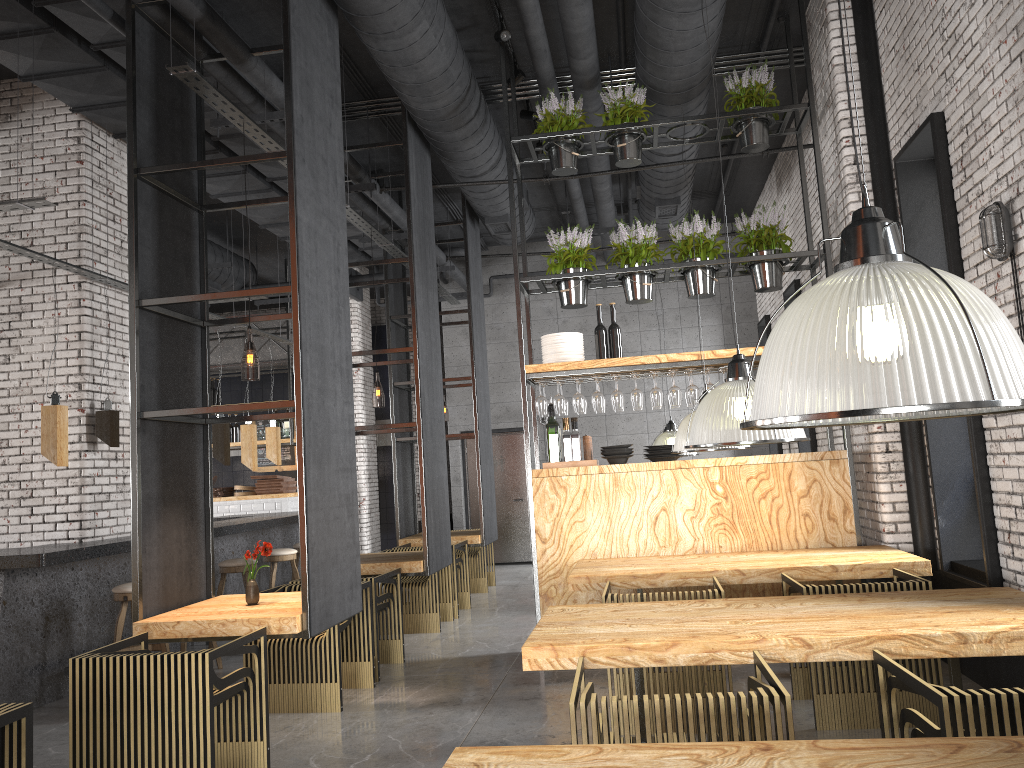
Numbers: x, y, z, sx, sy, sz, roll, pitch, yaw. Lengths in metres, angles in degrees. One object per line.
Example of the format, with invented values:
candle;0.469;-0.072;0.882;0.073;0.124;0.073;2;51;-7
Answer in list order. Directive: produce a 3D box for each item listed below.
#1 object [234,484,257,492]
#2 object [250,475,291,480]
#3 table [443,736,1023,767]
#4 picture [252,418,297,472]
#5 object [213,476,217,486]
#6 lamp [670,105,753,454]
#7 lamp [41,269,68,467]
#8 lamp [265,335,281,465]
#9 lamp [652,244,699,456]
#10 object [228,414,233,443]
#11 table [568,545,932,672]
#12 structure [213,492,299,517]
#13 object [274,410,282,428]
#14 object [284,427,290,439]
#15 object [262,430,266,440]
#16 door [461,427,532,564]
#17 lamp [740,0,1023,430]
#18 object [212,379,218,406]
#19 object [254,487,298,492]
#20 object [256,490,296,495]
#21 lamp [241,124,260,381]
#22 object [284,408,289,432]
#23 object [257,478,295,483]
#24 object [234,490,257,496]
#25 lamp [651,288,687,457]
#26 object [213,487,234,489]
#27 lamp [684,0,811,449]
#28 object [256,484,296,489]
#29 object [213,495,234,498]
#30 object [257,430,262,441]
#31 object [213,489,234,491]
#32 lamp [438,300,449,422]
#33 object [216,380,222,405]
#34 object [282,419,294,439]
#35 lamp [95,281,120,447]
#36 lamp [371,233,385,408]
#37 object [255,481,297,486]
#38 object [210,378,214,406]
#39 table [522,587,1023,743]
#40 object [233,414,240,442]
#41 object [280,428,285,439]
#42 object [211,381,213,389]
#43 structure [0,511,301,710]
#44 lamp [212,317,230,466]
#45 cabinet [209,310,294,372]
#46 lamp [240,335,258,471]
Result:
object;-4.048;1.598;13.642;0.440;0.154;0.436;0;-7;-35
object;-3.672;1.434;13.527;0.406;0.094;0.635;-4;-6;5
table;0.858;1.149;1.502;2.115;0.765;0.998;-4;-6;8
picture;-4.644;1.147;17.400;0.980;1.145;0.020;-4;-7;8
object;-4.676;1.588;13.665;0.242;0.339;0.487;-3;-6;-6
lamp;1.249;-0.751;6.023;0.535;2.411;0.536;-10;-9;44
lamp;-3.377;-0.164;6.546;0.127;1.550;0.127;-5;-7;8
lamp;-2.811;0.180;10.385;0.127;1.550;0.127;-5;-7;8
lamp;1.716;-0.393;9.940;0.535;2.411;0.536;-10;-9;44
object;-4.530;0.725;14.244;0.098;0.472;0.098;-3;-7;-4
table;1.483;1.529;5.743;2.115;0.765;0.998;-4;-6;8
structure;-6.034;2.571;14.173;5.799;1.349;1.508;-4;-6;8
object;-3.760;0.631;14.158;0.156;0.555;0.105;-5;-7;12
object;-3.519;0.773;13.896;0.118;0.181;0.118;-8;-8;32
object;-3.876;0.802;13.966;0.118;0.181;0.118;-9;-8;41
door;-0.204;1.755;13.815;1.119;2.108;0.158;-4;-7;8
lamp;0.623;-1.130;1.777;0.535;2.411;0.536;-10;-9;44
object;-4.817;0.154;14.346;0.098;0.459;0.098;-2;-7;-14
object;-3.600;1.612;13.561;0.405;0.044;0.634;-5;-6;11
object;-3.598;1.656;13.555;0.405;0.044;0.634;-4;-6;4
lamp;-1.584;-0.816;5.305;0.108;1.603;0.108;-1;-7;-20
object;-3.573;0.615;14.142;0.140;0.551;0.096;-5;-7;12
object;-3.609;1.480;13.576;0.405;0.044;0.634;-4;-6;2
object;-4.048;1.665;13.632;0.436;0.097;0.436;-7;-7;33
lamp;1.965;-0.241;11.637;0.536;2.411;0.535;2;-9;-40
object;-4.497;1.614;13.744;0.458;0.019;0.406;0;-7;-35
lamp;0.955;-0.929;4.030;0.535;2.411;0.536;-10;-9;44
object;-3.603;1.568;13.566;0.405;0.044;0.634;-4;-6;5
object;-4.470;1.740;13.727;0.457;0.019;0.406;-9;-8;43
object;-3.996;0.812;13.992;0.118;0.181;0.118;1;-8;-32
object;-4.471;1.644;13.737;0.406;0.019;0.457;1;-7;-39
lamp;-0.833;-0.360;10.402;0.108;1.603;0.108;-9;-9;40
object;-4.798;0.165;14.479;0.098;0.459;0.098;-2;-7;-14
object;-3.567;0.691;14.138;0.156;0.406;0.105;-5;-7;12
lamp;-3.287;-0.182;7.195;0.127;1.398;0.127;-5;-7;8
lamp;-1.212;-0.590;7.830;0.108;1.603;0.108;1;-8;-35
object;-3.606;1.524;13.571;0.405;0.044;0.634;-4;-6;9
object;-4.837;0.142;14.213;0.098;0.459;0.098;-2;-7;-14
table;1.177;1.343;3.665;2.115;0.765;0.998;-4;-6;8
object;-4.423;0.717;14.229;0.098;0.472;0.098;-5;-7;15
object;-3.633;0.787;13.964;0.118;0.181;0.118;-3;-6;-8
object;-4.904;0.174;14.494;0.098;0.459;0.098;-2;-7;-14
structure;-4.741;1.866;8.887;4.309;1.537;5.864;-4;-6;8
lamp;-2.999;0.065;9.105;0.127;1.550;0.127;-5;-7;8
cabinet;-5.849;-0.309;16.856;5.862;1.773;0.680;-4;-7;8
lamp;-2.903;0.152;9.742;0.127;1.610;0.127;-5;-7;8
